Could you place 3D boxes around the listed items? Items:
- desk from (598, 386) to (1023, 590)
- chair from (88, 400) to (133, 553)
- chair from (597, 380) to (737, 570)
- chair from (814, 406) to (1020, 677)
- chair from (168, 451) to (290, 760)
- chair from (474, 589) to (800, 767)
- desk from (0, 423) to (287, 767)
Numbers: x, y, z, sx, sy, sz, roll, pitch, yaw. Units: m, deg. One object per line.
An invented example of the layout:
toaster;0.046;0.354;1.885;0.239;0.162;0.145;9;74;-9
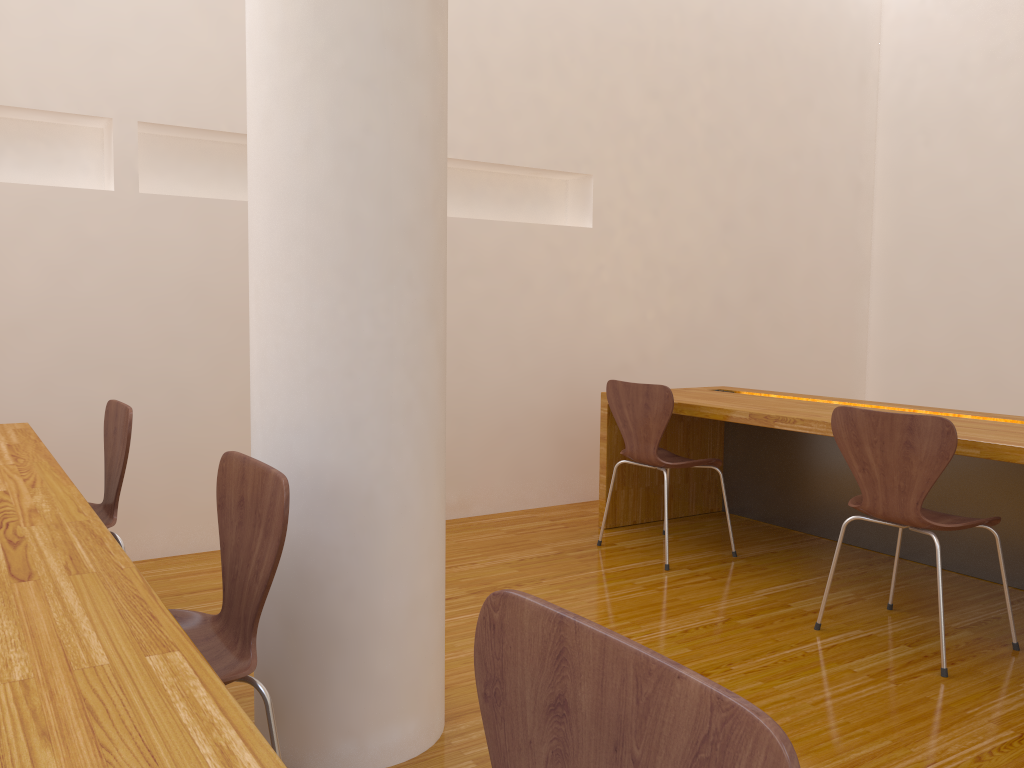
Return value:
desk;1.568;0.440;2.818;0.760;0.606;3.185;-2;5;-33
chair;-1.228;0.406;2.379;0.381;0.693;0.428;-2;5;-33
chair;0.626;0.332;3.565;0.381;0.693;0.428;-2;5;-33
chair;1.197;0.415;2.606;0.381;0.693;0.428;-2;5;-33
chair;-0.592;0.486;1.461;0.381;0.693;0.428;-2;5;-33
chair;-0.067;0.557;0.647;0.381;0.693;0.428;-2;5;-33
desk;-1.252;0.474;0.964;1.527;0.785;3.243;-2;5;-33
